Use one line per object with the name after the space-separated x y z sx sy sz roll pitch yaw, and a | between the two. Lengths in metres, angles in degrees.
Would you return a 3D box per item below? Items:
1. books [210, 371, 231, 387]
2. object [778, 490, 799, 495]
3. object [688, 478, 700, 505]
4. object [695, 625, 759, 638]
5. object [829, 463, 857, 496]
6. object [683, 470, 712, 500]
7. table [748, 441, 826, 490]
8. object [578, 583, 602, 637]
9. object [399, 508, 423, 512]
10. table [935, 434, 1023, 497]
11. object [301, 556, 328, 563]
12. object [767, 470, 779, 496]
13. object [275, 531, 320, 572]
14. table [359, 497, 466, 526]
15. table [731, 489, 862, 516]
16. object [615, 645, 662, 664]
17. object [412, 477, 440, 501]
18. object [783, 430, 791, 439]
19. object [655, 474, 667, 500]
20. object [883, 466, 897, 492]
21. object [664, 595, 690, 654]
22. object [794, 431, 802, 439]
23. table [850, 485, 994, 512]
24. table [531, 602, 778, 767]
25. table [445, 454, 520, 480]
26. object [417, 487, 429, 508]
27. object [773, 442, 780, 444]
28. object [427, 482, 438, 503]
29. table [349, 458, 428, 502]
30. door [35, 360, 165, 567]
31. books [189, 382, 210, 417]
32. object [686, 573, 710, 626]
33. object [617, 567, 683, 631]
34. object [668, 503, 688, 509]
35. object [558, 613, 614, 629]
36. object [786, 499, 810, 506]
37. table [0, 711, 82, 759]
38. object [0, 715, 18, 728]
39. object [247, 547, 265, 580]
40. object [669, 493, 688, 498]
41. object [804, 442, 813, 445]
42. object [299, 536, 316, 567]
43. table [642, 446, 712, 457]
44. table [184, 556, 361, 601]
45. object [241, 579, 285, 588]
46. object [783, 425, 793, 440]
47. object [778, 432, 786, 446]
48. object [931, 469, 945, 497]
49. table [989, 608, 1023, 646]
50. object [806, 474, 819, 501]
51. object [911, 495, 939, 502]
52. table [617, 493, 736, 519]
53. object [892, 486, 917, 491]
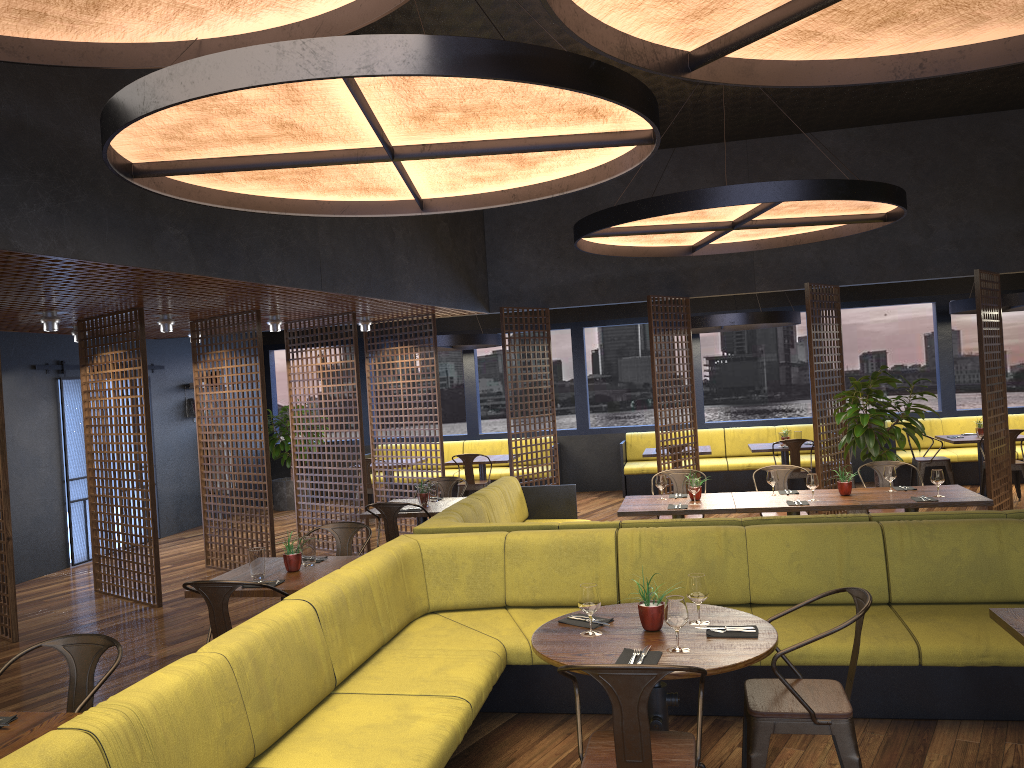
-4.448 -0.074 13.574 0.177 0.245 0.450 -3 0 12 | books
2.309 0.902 7.396 0.157 0.019 0.255 -3 0 12 | object
1.460 0.861 7.109 0.097 0.206 0.097 -4 0 -33 | object
0.879 1.009 3.637 0.255 0.019 0.157 -3 0 14 | object
2.644 0.753 7.082 0.238 0.271 0.260 -3 0 33 | object
1.497 0.823 7.321 0.238 0.271 0.260 -3 0 33 | object
3.628 1.188 11.710 0.906 0.763 0.887 -3 0 12 | table
0.328 0.949 3.733 0.097 0.206 0.097 -4 0 -37 | object
-0.902 1.096 7.752 0.255 0.019 0.157 -3 0 11 | object
5.974 1.045 11.223 0.906 0.763 0.887 -3 0 12 | table
-1.290 1.130 5.719 0.255 0.019 0.157 -3 0 11 | object
2.151 0.818 7.312 0.097 0.206 0.097 -4 0 -33 | object
-1.339 1.008 5.419 0.260 0.271 0.238 -3 0 13 | object
-0.778 1.479 8.054 0.887 0.763 0.906 -3 0 12 | table
2.266 1.295 7.114 0.906 0.763 0.887 -3 0 12 | table
0.484 1.035 3.374 0.157 0.019 0.255 -3 0 18 | object
-0.797 0.961 8.040 0.260 0.271 0.238 -3 0 13 | object
3.689 0.710 11.871 0.102 0.178 0.102 -4 0 -3 | object
1.263 0.872 7.496 0.097 0.206 0.097 -4 0 -33 | object
3.039 0.764 7.127 0.097 0.206 0.097 -4 0 -33 | object
0.639 0.931 3.441 0.097 0.206 0.097 -3 0 37 | object
3.745 0.708 11.604 0.102 0.178 0.102 -4 0 -3 | object
3.151 1.241 6.935 0.906 0.763 0.887 -3 0 12 | table
0.606 1.415 3.692 1.007 0.760 1.007 -4 0 -41 | table
-0.381 1.432 12.539 0.887 0.763 0.906 -3 0 12 | table
-0.784 1.008 7.888 0.102 0.178 0.102 -3 0 17 | object
3.676 0.790 12.037 0.255 0.019 0.157 -3 0 11 | object
-0.728 1.003 8.204 0.102 0.178 0.102 -3 0 27 | object
-1.749 1.515 12.824 0.887 0.763 0.906 -3 0 12 | table
-4.986 0.903 11.068 0.052 2.386 2.441 -3 0 12 | door
-4.559 0.224 12.915 0.223 0.489 0.286 -4 0 3 | books
0.795 0.919 3.792 0.097 0.206 0.097 -4 0 -40 | object
0.572 0.898 3.732 0.238 0.271 0.260 -3 0 33 | object
1.313 0.965 7.026 0.157 0.019 0.255 -3 0 12 | object
0.343 1.041 3.907 0.255 0.019 0.157 -3 0 44 | object
2.202 0.911 6.841 0.157 0.019 0.255 -3 0 12 | object
-1.867 1.573 2.766 0.887 0.763 0.906 -3 0 12 | table
-1.836 1.177 3.075 0.255 0.019 0.157 -3 0 11 | object
-1.510 1.066 5.259 0.102 0.178 0.102 -4 0 -3 | object
1.421 0.956 7.581 0.157 0.019 0.255 -3 0 12 | object
3.915 0.778 11.623 0.157 0.019 0.255 -3 0 11 | object
-1.276 1.050 5.553 0.102 0.178 0.102 -4 0 -3 | object
2.258 1.271 11.991 0.887 0.763 0.906 -3 0 12 | table
-1.321 1.526 5.410 0.887 0.763 0.906 -3 0 12 | table
-1.450 1.143 5.101 0.255 0.019 0.157 -3 0 11 | object
3.616 0.669 11.710 0.238 0.271 0.260 -3 0 33 | object
3.526 0.722 11.551 0.102 0.178 0.102 -4 0 -3 | object
3.236 0.753 6.740 0.097 0.206 0.097 -4 0 -33 | object
2.380 1.308 3.211 0.887 0.763 0.906 -3 0 12 | table
2.348 0.807 6.925 0.097 0.206 0.097 -4 0 -33 | object
3.090 0.857 6.657 0.157 0.019 0.255 -3 0 12 | object
1.380 1.349 7.298 0.906 0.763 0.887 -3 0 12 | table
3.197 0.847 7.212 0.157 0.019 0.255 -3 0 12 | object
